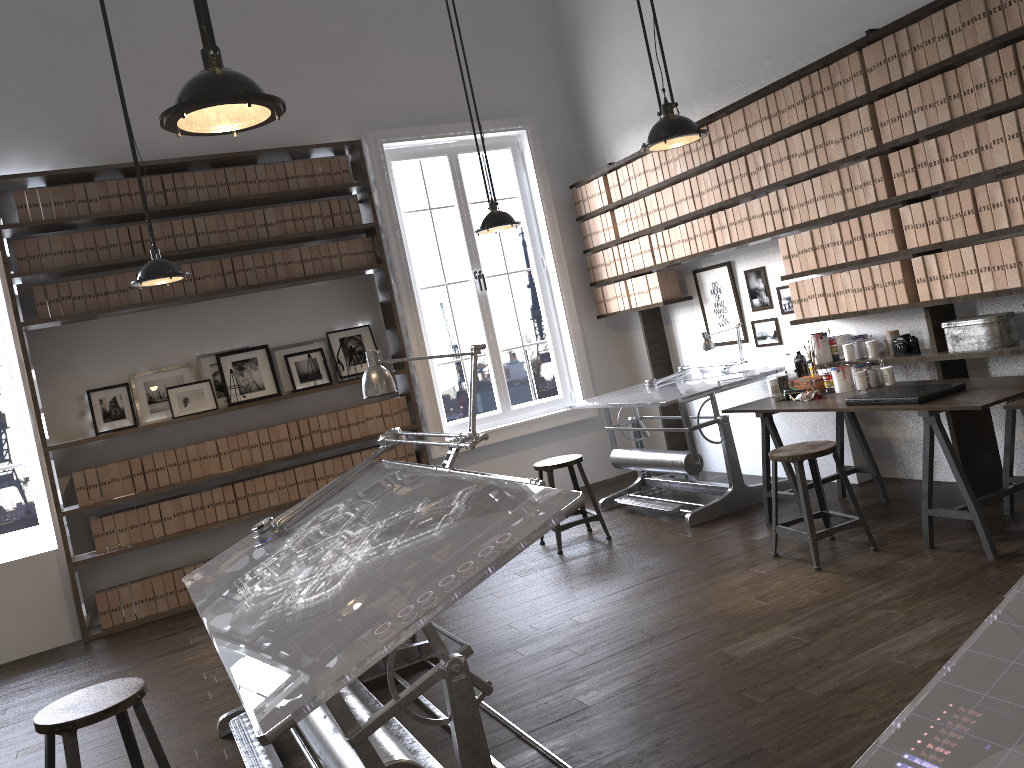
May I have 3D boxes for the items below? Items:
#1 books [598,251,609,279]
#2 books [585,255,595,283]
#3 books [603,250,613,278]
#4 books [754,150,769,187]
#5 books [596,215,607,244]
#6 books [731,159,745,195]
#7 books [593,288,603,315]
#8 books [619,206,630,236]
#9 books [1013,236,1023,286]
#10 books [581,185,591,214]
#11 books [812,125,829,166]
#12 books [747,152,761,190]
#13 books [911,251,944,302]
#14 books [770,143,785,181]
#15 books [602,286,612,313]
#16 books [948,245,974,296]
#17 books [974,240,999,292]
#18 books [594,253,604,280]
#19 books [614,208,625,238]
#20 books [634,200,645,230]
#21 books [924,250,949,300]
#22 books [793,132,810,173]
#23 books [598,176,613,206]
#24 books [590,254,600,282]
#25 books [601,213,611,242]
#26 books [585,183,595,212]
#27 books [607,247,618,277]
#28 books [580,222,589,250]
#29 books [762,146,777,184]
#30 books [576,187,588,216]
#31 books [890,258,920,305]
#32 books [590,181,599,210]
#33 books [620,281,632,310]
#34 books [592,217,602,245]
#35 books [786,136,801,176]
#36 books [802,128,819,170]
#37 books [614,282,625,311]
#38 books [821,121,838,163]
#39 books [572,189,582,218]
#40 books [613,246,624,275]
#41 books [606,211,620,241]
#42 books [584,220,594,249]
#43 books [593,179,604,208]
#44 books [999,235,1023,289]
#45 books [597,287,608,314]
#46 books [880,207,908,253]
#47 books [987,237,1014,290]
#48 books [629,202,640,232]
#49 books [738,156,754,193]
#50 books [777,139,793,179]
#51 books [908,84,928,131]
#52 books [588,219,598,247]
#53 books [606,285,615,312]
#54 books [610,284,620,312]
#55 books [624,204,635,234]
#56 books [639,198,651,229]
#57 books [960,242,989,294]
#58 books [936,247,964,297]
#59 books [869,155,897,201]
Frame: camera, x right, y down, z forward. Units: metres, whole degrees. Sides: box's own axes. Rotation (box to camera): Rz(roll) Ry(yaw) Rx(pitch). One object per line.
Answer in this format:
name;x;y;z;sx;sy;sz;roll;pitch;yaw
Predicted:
books;0.804;-0.969;7.132;0.175;0.225;0.066;-13;1;-25
books;0.716;-0.961;7.321;0.175;0.226;0.066;-13;1;-25
books;0.838;-0.973;7.070;0.175;0.225;0.066;-13;1;-25
books;1.567;-1.306;5.342;0.175;0.225;0.066;-13;1;-25
books;0.780;-1.240;7.056;0.175;0.226;0.066;-13;1;-25
books;1.480;-1.299;5.544;0.175;0.225;0.066;-13;1;-25
books;0.781;-0.692;7.320;0.175;0.225;0.066;-13;1;-25
books;0.924;-1.247;6.743;0.175;0.225;0.066;-13;1;-25
books;2.363;-0.566;3.984;0.175;0.225;0.066;-13;1;-25
books;0.668;-1.506;7.181;0.175;0.225;0.066;-13;1;-25
books;1.770;-1.325;4.907;0.175;0.225;0.066;-13;1;-25
books;1.542;-1.304;5.409;0.175;0.225;0.066;-13;1;-25
books;2.129;-0.544;4.481;0.175;0.225;0.066;-13;1;-25
books;1.630;-1.312;5.216;0.175;0.225;0.066;-13;1;-25
books;0.843;-0.697;7.185;0.175;0.225;0.066;-13;1;-25
books;2.222;-0.553;4.292;0.175;0.225;0.066;-13;1;-25
books;2.279;-0.558;4.161;0.175;0.225;0.066;-13;1;-25
books;0.779;-0.968;7.198;0.175;0.225;0.066;-13;1;-25
books;0.897;-1.245;6.810;0.175;0.225;0.066;-13;1;-25
books;1.014;-1.256;6.563;0.175;0.225;0.066;-13;1;-25
books;2.162;-0.547;4.417;0.175;0.225;0.066;-13;1;-25
books;1.709;-1.319;5.036;0.175;0.225;0.066;-13;1;-25
books;0.785;-1.517;6.925;0.175;0.225;0.066;-13;1;-25
books;0.749;-0.965;7.262;0.175;0.225;0.066;-13;1;-25
books;0.813;-1.244;6.998;0.175;0.225;0.066;-13;1;-25
books;0.701;-1.510;7.119;0.175;0.225;0.066;-13;1;-25
books;0.864;-0.975;7.000;0.175;0.226;0.066;-13;1;-25
books;0.671;-1.231;7.305;0.175;0.225;0.066;-13;1;-25
books;1.600;-1.310;5.280;0.175;0.225;0.066;-13;1;-25
books;0.635;-1.503;7.245;0.175;0.225;0.066;-13;1;-25
books;2.075;-0.539;4.602;0.175;0.226;0.066;-13;1;-25
books;0.728;-1.512;7.055;0.175;0.225;0.066;-13;1;-25
books;0.954;-0.707;6.935;0.175;0.225;0.066;-13;1;-25
books;0.756;-1.238;7.119;0.175;0.225;0.066;-13;1;-25
books;1.684;-1.317;5.094;0.175;0.225;0.066;-13;1;-25
books;1.737;-1.322;4.970;0.175;0.226;0.066;-13;1;-25
books;0.921;-0.703;7.000;0.175;0.225;0.066;-13;1;-25
books;1.800;-1.328;4.845;0.175;0.225;0.066;-13;1;-25
books;0.605;-1.500;7.311;0.175;0.226;0.066;-13;1;-25
books;0.900;-0.979;6.935;0.175;0.225;0.066;-13;1;-25
books;0.843;-1.246;6.933;0.175;0.225;0.066;-13;1;-25
books;0.697;-1.232;7.240;0.175;0.226;0.066;-13;1;-25
books;0.754;-1.514;6.990;0.175;0.226;0.066;-13;1;-25
books;2.330;-0.562;4.043;0.175;0.226;0.066;-13;1;-25
books;0.808;-0.693;7.249;0.175;0.226;0.066;-13;1;-25
books;2.020;-0.804;4.597;0.175;0.226;0.066;-13;1;-25
books;2.307;-0.561;4.105;0.175;0.225;0.066;-13;1;-25
books;0.984;-1.253;6.622;0.175;0.225;0.066;-13;1;-25
books;1.506;-1.301;5.474;0.175;0.226;0.066;-13;1;-25
books;1.652;-1.314;5.152;0.175;0.226;0.066;-13;1;-25
books;2.039;-1.349;4.315;0.175;0.225;0.066;-13;1;-25
books;0.729;-1.235;7.175;0.175;0.225;0.066;-13;1;-25
books;0.868;-0.699;7.124;0.175;0.225;0.066;-13;1;-25
books;0.890;-0.701;7.065;0.175;0.226;0.066;-13;1;-25
books;0.954;-1.250;6.677;0.175;0.226;0.066;-13;1;-25
books;1.039;-1.258;6.494;0.175;0.226;0.066;-13;1;-25
books;2.248;-0.555;4.226;0.175;0.226;0.066;-13;1;-25
books;2.195;-0.551;4.356;0.175;0.225;0.066;-13;1;-25
books;1.967;-1.076;4.602;0.175;0.225;0.066;-13;1;-25
